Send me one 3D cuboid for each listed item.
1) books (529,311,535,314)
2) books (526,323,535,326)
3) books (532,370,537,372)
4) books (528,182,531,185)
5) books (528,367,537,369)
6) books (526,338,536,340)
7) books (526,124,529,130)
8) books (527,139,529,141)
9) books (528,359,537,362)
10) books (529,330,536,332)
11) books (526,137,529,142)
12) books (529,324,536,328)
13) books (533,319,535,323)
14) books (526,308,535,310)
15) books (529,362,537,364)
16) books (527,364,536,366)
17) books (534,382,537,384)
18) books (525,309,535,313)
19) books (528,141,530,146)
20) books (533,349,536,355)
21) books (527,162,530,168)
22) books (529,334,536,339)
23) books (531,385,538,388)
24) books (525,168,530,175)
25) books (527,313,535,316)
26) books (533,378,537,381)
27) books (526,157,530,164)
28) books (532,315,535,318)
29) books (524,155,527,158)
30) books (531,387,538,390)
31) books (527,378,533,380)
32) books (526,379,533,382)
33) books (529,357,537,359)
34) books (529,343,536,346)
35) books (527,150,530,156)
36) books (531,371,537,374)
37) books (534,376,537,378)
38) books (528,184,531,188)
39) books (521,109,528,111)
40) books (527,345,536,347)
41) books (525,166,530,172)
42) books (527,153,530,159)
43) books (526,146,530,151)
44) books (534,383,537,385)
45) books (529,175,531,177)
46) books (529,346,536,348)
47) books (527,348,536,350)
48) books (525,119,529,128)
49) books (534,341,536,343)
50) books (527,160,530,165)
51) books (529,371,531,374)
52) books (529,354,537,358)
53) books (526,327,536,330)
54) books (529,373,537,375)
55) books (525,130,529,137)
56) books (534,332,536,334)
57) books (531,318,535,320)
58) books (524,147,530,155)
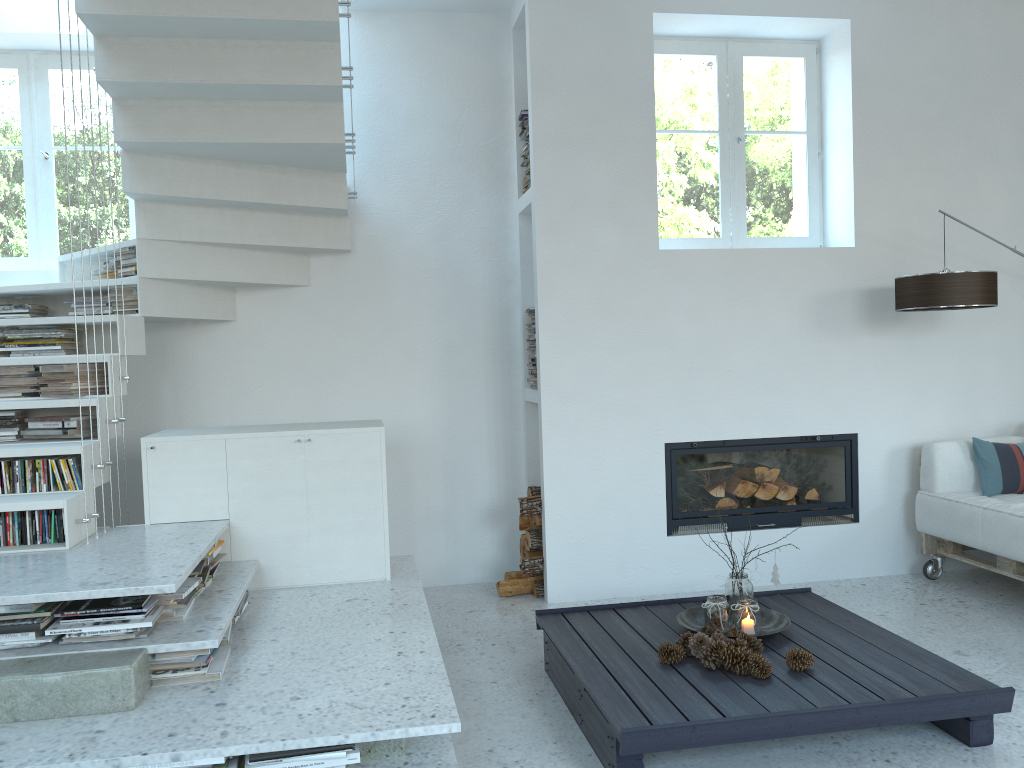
[{"bbox_3d":[0.228,-0.401,4.964,0.254,0.010,0.138,-2,2,-11],"label":"books"},{"bbox_3d":[0.233,-0.337,4.954,0.285,0.008,0.159,-2,2,-12],"label":"books"},{"bbox_3d":[0.227,-0.076,4.754,0.225,0.011,0.142,-2,2,-8],"label":"books"},{"bbox_3d":[0.206,-1.079,4.731,0.208,0.008,0.164,-2,2,-15],"label":"books"},{"bbox_3d":[0.238,-0.093,4.956,0.282,0.010,0.169,-2,2,-7],"label":"books"},{"bbox_3d":[0.235,-0.253,4.964,0.295,0.007,0.146,-2,2,-8],"label":"books"},{"bbox_3d":[0.207,-1.370,4.707,0.246,0.009,0.145,-2,2,-8],"label":"books"},{"bbox_3d":[0.210,-1.305,4.706,0.231,0.008,0.135,-2,2,-13],"label":"books"},{"bbox_3d":[0.237,-0.137,4.956,0.282,0.016,0.162,-2,2,-6],"label":"books"},{"bbox_3d":[0.232,-0.300,4.967,0.269,0.009,0.132,-2,2,-7],"label":"books"},{"bbox_3d":[0.207,-1.313,4.721,0.237,0.008,0.170,-2,2,-12],"label":"books"},{"bbox_3d":[0.232,-0.325,4.959,0.263,0.017,0.156,-2,2,-9],"label":"books"},{"bbox_3d":[0.231,-0.354,4.958,0.218,0.025,0.141,-2,2,-5],"label":"books"},{"bbox_3d":[0.231,-0.420,4.945,0.290,0.008,0.160,-2,2,-6],"label":"books"},{"bbox_3d":[0.226,-0.115,4.752,0.252,0.006,0.141,-2,2,-8],"label":"books"},{"bbox_3d":[0.236,-0.112,4.965,0.285,0.012,0.159,-2,2,-11],"label":"books"},{"bbox_3d":[0.230,-0.010,4.756,0.209,0.007,0.131,-2,2,-5],"label":"books"},{"bbox_3d":[0.228,-0.411,4.962,0.295,0.011,0.137,-2,2,-8],"label":"books"},{"bbox_3d":[0.202,-1.291,4.706,0.214,0.021,0.140,-2,2,-8],"label":"books"},{"bbox_3d":[0.233,-0.183,4.964,0.222,0.028,0.141,-2,2,-5],"label":"books"},{"bbox_3d":[0.206,-1.167,4.712,0.234,0.016,0.147,-2,2,-9],"label":"books"},{"bbox_3d":[0.238,-0.267,4.942,0.262,0.023,0.200,-2,2,-10],"label":"books"},{"bbox_3d":[0.228,0.009,4.769,0.224,0.010,0.161,-2,2,-13],"label":"books"},{"bbox_3d":[0.206,-1.133,4.718,0.249,0.013,0.151,-2,2,-12],"label":"books"},{"bbox_3d":[0.234,-0.392,4.935,0.262,0.006,0.184,-2,2,-14],"label":"books"},{"bbox_3d":[0.228,-0.028,4.761,0.211,0.016,0.153,-2,2,-8],"label":"books"},{"bbox_3d":[0.203,-1.188,4.725,0.237,0.014,0.158,-2,2,-5],"label":"books"},{"bbox_3d":[0.232,-0.380,4.949,0.203,0.018,0.159,-2,2,-15],"label":"books"},{"bbox_3d":[0.206,-1.269,4.909,0.249,0.006,0.189,-2,2,-12],"label":"books"},{"bbox_3d":[0.230,0.019,4.764,0.232,0.011,0.159,-2,2,-9],"label":"books"},{"bbox_3d":[0.241,-0.035,4.956,0.291,0.007,0.174,-2,2,-13],"label":"books"},{"bbox_3d":[0.240,-0.025,4.962,0.290,0.013,0.157,-2,2,-14],"label":"books"},{"bbox_3d":[0.238,-0.148,4.945,0.254,0.007,0.189,-2,2,-13],"label":"books"},{"bbox_3d":[0.237,-0.226,4.958,0.254,0.012,0.161,-2,2,-12],"label":"books"},{"bbox_3d":[0.204,-1.224,4.709,0.236,0.009,0.128,-2,2,-5],"label":"books"},{"bbox_3d":[0.227,-0.064,4.762,0.219,0.013,0.157,-2,2,-12],"label":"books"},{"bbox_3d":[0.230,-0.040,4.748,0.207,0.009,0.121,-2,2,-6],"label":"books"},{"bbox_3d":[0.211,-1.064,4.723,0.225,0.011,0.142,-2,2,-13],"label":"books"},{"bbox_3d":[0.187,-1.500,4.915,0.283,0.008,0.140,-2,2,-5],"label":"books"},{"bbox_3d":[0.238,-0.217,4.949,0.289,0.005,0.169,-2,2,-6],"label":"books"},{"bbox_3d":[0.207,-1.142,4.714,0.257,0.006,0.136,-2,2,-6],"label":"books"},{"bbox_3d":[0.205,-1.211,4.706,0.232,0.017,0.134,-2,2,-8],"label":"books"},{"bbox_3d":[0.205,-1.241,4.700,0.254,0.006,0.128,-2,2,-9],"label":"books"},{"bbox_3d":[0.229,-0.001,4.764,0.201,0.010,0.154,-2,2,-7],"label":"books"},{"bbox_3d":[0.208,-1.120,4.711,0.207,0.013,0.140,-2,2,-11],"label":"books"},{"bbox_3d":[0.235,-0.210,4.969,0.266,0.010,0.145,-2,2,-11],"label":"books"},{"bbox_3d":[0.233,-0.200,4.961,0.285,0.008,0.159,-2,2,-9],"label":"books"},{"bbox_3d":[0.207,-1.387,4.705,0.255,0.024,0.139,-2,2,-13],"label":"books"},{"bbox_3d":[0.238,-0.238,4.948,0.206,0.012,0.183,-2,2,-8],"label":"books"},{"bbox_3d":[0.206,-1.178,4.707,0.241,0.007,0.133,-2,2,-8],"label":"books"},{"bbox_3d":[0.239,-0.070,4.957,0.285,0.012,0.159,-2,2,-5],"label":"books"},{"bbox_3d":[0.237,-0.160,4.949,0.263,0.016,0.192,-2,2,-10],"label":"books"},{"bbox_3d":[0.231,-0.314,4.969,0.295,0.007,0.135,-2,2,-11],"label":"books"},{"bbox_3d":[0.240,-0.061,4.958,0.285,0.006,0.159,-2,2,-5],"label":"books"},{"bbox_3d":[0.210,-1.329,4.697,0.259,0.024,0.113,-2,2,-14],"label":"books"},{"bbox_3d":[0.237,-0.287,4.942,0.189,0.016,0.182,-2,2,-15],"label":"books"},{"bbox_3d":[0.234,-0.369,4.939,0.224,0.005,0.193,-2,2,-11],"label":"books"},{"bbox_3d":[0.204,-1.233,4.706,0.260,0.009,0.140,-2,2,-11],"label":"books"}]
